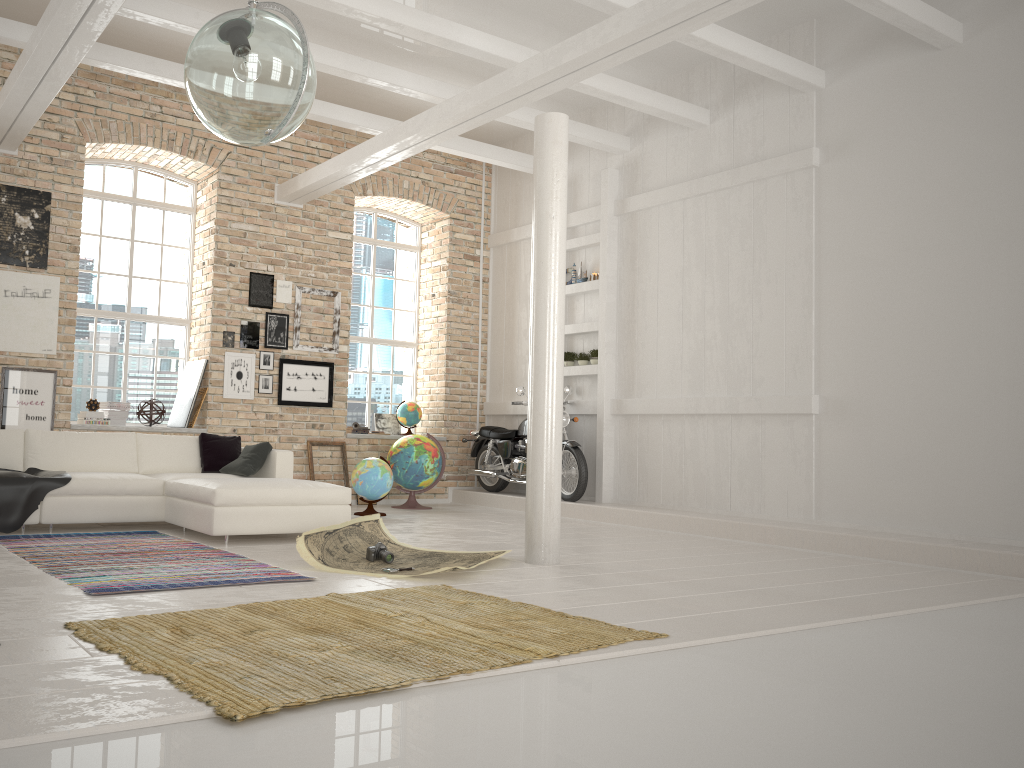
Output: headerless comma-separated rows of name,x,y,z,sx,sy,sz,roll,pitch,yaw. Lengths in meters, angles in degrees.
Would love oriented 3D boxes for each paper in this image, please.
paper,-0.641,1.048,5.895,1.108,0.265,1.403,1,-4,17

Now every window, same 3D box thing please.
window,1.844,-1.007,6.965,1.341,2.988,12.174,4,-4,-38
window,-0.607,-1.197,5.257,1.341,2.988,12.174,4,-4,-38

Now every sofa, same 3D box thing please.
sofa,-3.199,0.793,7.045,3.074,0.842,2.311,4,-4,-36

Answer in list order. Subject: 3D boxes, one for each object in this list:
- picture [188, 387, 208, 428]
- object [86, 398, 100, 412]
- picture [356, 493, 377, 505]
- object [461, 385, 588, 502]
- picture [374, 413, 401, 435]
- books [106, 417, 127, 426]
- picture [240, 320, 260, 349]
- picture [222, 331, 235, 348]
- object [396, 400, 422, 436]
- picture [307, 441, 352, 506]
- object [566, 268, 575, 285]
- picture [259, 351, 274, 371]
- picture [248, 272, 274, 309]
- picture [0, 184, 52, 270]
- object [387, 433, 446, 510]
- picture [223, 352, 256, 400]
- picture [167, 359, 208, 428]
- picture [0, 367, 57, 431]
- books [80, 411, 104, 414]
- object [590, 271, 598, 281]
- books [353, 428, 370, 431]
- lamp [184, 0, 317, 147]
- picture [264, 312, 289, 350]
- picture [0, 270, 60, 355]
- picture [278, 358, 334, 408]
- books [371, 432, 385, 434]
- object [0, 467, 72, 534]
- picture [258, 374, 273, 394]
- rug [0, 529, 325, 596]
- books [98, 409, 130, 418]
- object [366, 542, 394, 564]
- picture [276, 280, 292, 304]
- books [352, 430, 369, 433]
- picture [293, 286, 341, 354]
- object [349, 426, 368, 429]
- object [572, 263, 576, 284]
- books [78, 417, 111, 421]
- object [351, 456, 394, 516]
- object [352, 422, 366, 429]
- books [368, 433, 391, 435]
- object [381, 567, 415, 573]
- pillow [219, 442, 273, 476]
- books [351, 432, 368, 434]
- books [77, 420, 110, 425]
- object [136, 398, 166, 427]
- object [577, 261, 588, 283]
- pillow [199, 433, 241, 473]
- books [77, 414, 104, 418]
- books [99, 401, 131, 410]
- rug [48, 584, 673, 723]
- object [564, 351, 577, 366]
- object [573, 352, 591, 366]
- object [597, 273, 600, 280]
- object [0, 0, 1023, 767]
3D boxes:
picture,-3.487,0.267,9.798,0.162,0.460,0.386,4,-5,-38
object,-4.354,0.220,9.263,0.140,0.137,0.146,2,-4,-9
picture,-1.758,1.279,10.734,0.251,0.351,0.102,4,-5,-35
object,0.159,0.671,10.549,0.761,1.328,2.315,5,-5,-42
picture,-1.636,0.537,11.738,0.368,0.292,0.072,4,-5,-35
books,-4.297,0.403,9.604,0.224,0.088,0.336,4,-4,-32
picture,-2.945,-0.551,10.019,0.215,0.306,0.015,4,-5,-35
picture,-3.140,-0.494,9.881,0.126,0.178,0.009,4,-4,-29
object,-1.325,0.444,11.502,0.310,0.465,0.349,4,-4,-31
picture,-2.129,1.043,10.384,0.474,0.748,0.236,4,-5,-35
object,0.665,-1.274,10.646,0.250,0.229,0.066,-2,-5,44
picture,-2.785,-0.264,10.121,0.165,0.213,0.012,4,-5,-35
picture,-2.842,-1.059,10.112,0.277,0.394,0.020,4,-5,-35
picture,-4.850,-1.545,8.753,0.552,0.783,0.039,4,-5,-35
object,-1.153,1.030,10.503,0.695,0.924,0.616,0,-4,29
picture,-3.035,-0.090,9.932,0.343,0.514,0.014,4,-5,-35
picture,-3.609,0.112,9.923,0.230,0.764,0.626,4,-4,-37
picture,-4.740,0.225,8.724,0.486,0.756,0.013,4,-5,-35
books,-4.341,0.296,9.204,0.188,0.030,0.172,-1,-5,42
object,0.947,-1.232,10.252,0.102,0.120,0.112,3,-4,-19
books,-1.917,0.560,11.035,0.241,0.026,0.217,5,-5,-41
lamp,-0.984,-1.690,3.438,0.480,1.599,0.524,3,-4,-22
picture,-2.687,-0.606,10.194,0.274,0.409,0.011,4,-5,-35
picture,-4.761,-0.696,8.751,0.553,0.784,0.039,4,-5,-35
picture,-2.395,-0.007,10.372,0.669,0.535,0.033,4,-5,-35
books,-1.647,0.600,10.973,0.143,0.014,0.099,-1,-4,35
object,-3.959,0.892,6.962,0.838,0.464,0.826,5,-5,-38
picture,-2.792,0.004,10.103,0.165,0.213,0.012,4,-5,-35
rug,-2.450,1.115,5.757,1.319,0.008,2.856,5,-5,-39
books,-4.295,0.321,9.611,0.222,0.088,0.339,5,-5,-42
object,-0.857,1.108,5.856,0.139,0.124,0.180,4,-4,-37
picture,-2.625,-1.062,10.269,0.182,0.259,0.013,4,-5,-35
books,-1.924,0.585,11.027,0.238,0.029,0.216,5,-5,-37
picture,-2.290,-0.746,10.479,0.566,0.749,0.027,4,-5,-35
object,-1.911,0.538,11.026,0.200,0.021,0.169,5,-5,-36
object,0.733,-1.299,10.522,0.069,0.267,0.066,1,-4,8
books,-4.315,0.363,9.203,0.253,0.024,0.233,5,-5,-40
object,-1.470,1.071,9.360,0.454,0.631,0.441,1,-4,4
object,-1.895,0.523,11.061,0.095,0.090,0.472,2,-4,2
books,-1.637,0.617,10.972,0.213,0.022,0.187,5,-4,-36
object,-0.684,1.138,5.463,0.213,0.019,0.103,5,-5,-40
pillow,-2.381,0.664,7.991,0.444,0.305,0.318,-2,-5,43
books,-1.922,0.611,11.022,0.240,0.025,0.215,4,-4,-35
books,-4.318,0.398,9.199,0.258,0.048,0.233,5,-5,-40
object,-3.861,0.305,9.536,0.327,0.307,0.285,-2,-5,45
object,0.818,-1.303,10.364,0.061,0.261,0.245,3,-4,-24
pillow,-2.706,0.655,8.304,0.400,0.390,0.258,4,-5,-35
books,-4.347,0.331,9.198,0.207,0.040,0.190,-1,-5,40
books,-4.296,0.235,9.606,0.244,0.085,0.285,-1,-4,34
rug,-0.608,1.042,3.798,2.054,0.021,1.641,5,-5,-42
object,0.654,-0.292,10.481,0.242,0.180,0.240,0,-4,24
object,0.822,-0.288,10.298,0.216,0.158,0.239,5,-5,-44
object,1.020,-1.220,10.154,0.110,0.088,0.104,1,-4,5
object,-0.955,-1.265,5.055,9.500,4.798,12.618,5,-5,-37
